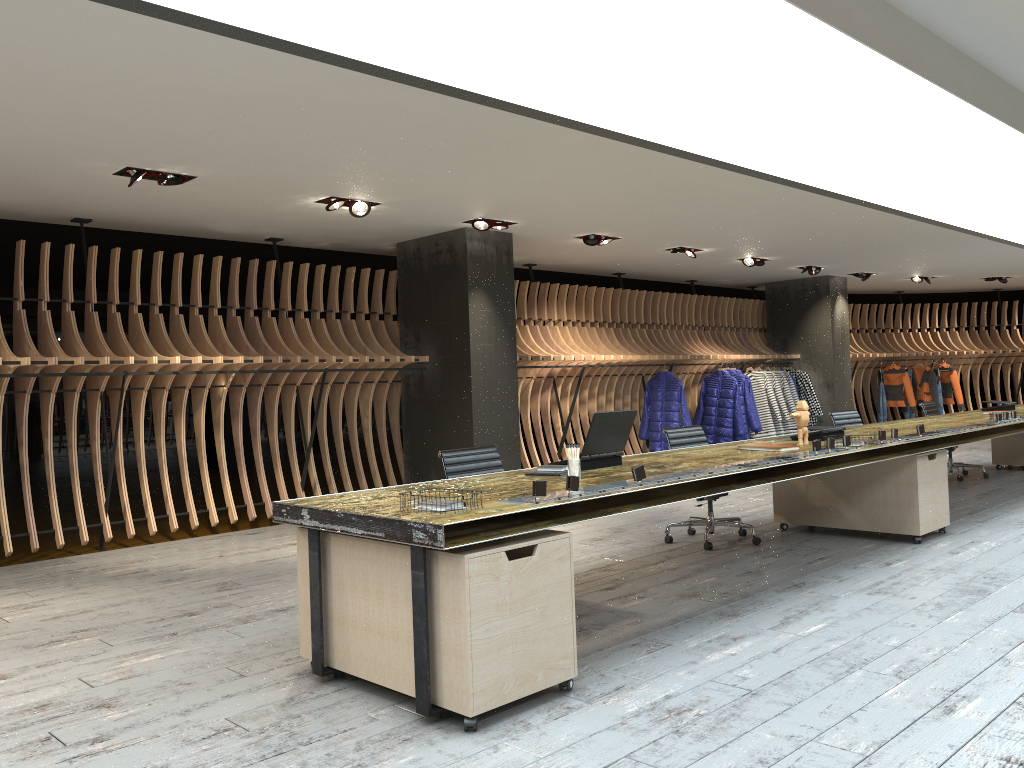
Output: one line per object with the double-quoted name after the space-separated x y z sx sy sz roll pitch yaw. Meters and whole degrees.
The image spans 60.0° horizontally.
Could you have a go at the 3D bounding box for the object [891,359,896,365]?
6.904 -0.312 16.045 0.012 0.270 0.525 -1 -1 -29 "object"

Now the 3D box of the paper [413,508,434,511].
-0.288 0.486 3.476 0.176 0.003 0.130 -2 0 44 "paper"

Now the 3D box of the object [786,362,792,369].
4.476 -0.200 14.234 0.012 0.313 0.517 -1 -1 -44 "object"

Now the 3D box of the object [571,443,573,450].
0.303 0.376 4.347 0.007 0.170 0.030 -1 -1 -31 "object"

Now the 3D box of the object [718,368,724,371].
3.019 -0.164 12.854 0.012 0.292 0.523 -1 -1 -44 "object"

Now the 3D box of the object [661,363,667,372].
2.037 -0.143 11.866 0.012 0.270 0.525 -1 -1 -44 "object"

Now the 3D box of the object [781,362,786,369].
4.344 -0.193 14.100 0.012 0.316 0.516 -1 -1 -44 "object"

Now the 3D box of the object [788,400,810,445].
1.943 0.264 5.976 0.097 0.301 0.320 -3 -1 29 "object"

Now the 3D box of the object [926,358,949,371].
7.748 -0.354 16.330 0.549 0.243 0.023 -2 -1 22 "object"

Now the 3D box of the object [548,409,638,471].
0.449 0.308 4.934 0.373 0.316 0.365 -2 -1 -44 "object"

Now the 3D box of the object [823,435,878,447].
2.200 0.374 5.762 0.302 0.074 0.217 -2 0 40 "object"

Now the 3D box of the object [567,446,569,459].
0.280 0.376 4.321 0.007 0.170 0.030 -3 -1 42 "object"

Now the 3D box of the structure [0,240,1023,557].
1.752 -0.126 2.359 36.561 2.440 14.876 -2 0 -44 "structure"

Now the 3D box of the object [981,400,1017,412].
5.366 0.240 9.778 0.373 0.111 0.261 -2 0 -44 "object"

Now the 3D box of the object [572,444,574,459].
0.296 0.376 4.305 0.007 0.170 0.030 -2 -1 -24 "object"

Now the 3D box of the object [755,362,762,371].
3.776 -0.184 13.537 0.012 0.313 0.517 -1 -1 -44 "object"

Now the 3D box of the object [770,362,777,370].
4.091 -0.195 13.846 0.012 0.313 0.517 -1 -1 -44 "object"

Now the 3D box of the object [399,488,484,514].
-0.275 0.460 3.468 0.302 0.074 0.217 -2 0 40 "object"

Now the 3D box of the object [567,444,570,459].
0.281 0.376 4.317 0.007 0.170 0.030 -3 -1 29 "object"

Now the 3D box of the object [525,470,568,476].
0.208 0.465 4.670 0.213 0.019 0.219 -2 0 31 "object"

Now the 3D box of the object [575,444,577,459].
0.306 0.375 4.305 0.030 0.170 0.007 -3 -1 39 "object"

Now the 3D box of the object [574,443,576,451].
0.312 0.375 4.344 0.007 0.170 0.030 -2 -1 -5 "object"

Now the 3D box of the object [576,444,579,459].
0.315 0.375 4.309 0.030 0.170 0.007 -2 -1 12 "object"

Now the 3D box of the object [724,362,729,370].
3.142 -0.173 12.929 0.012 0.291 0.523 -1 -1 -44 "object"

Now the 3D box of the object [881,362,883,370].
6.628 -0.314 15.905 0.023 0.243 0.549 -3 -1 27 "object"

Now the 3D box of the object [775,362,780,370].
4.191 -0.218 14.029 0.012 0.270 0.525 -1 -1 -44 "object"

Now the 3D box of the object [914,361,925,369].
7.464 -0.330 16.241 0.012 0.270 0.525 -2 -1 -24 "object"

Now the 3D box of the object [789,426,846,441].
2.228 0.360 6.456 0.373 0.088 0.262 -2 0 -44 "object"

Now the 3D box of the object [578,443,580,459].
0.321 0.375 4.317 0.030 0.170 0.007 -2 -1 -14 "object"

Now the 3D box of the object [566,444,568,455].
0.279 0.376 4.327 0.030 0.170 0.007 -1 -1 -34 "object"

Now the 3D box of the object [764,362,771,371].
3.963 -0.191 13.721 0.012 0.313 0.517 -1 -1 -44 "object"

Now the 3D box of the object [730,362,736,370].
3.258 -0.186 13.067 0.012 0.270 0.525 -1 -1 -44 "object"

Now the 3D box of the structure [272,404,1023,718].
3.094 0.701 7.123 10.453 0.844 1.161 -2 0 -44 "structure"

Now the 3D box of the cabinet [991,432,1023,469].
6.385 0.694 10.499 0.593 0.630 1.131 -1 -1 -44 "cabinet"

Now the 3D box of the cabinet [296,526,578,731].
-0.342 0.927 3.726 0.593 0.630 1.131 -1 -1 -44 "cabinet"

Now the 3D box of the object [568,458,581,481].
0.304 0.420 4.324 0.061 0.111 0.061 -2 -1 -11 "object"

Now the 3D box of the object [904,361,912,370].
7.185 -0.333 16.143 0.023 0.243 0.549 -3 -1 42 "object"

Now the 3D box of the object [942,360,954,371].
7.984 -0.351 16.391 0.012 0.270 0.525 -2 0 -14 "object"

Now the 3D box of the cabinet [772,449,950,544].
2.674 0.823 6.847 0.593 0.630 1.131 -1 -1 -44 "cabinet"

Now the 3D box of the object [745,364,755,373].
3.608 -0.178 13.372 0.012 0.313 0.517 -1 -1 -44 "object"

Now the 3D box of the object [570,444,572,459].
0.287 0.376 4.309 0.007 0.170 0.030 -2 -1 3 "object"

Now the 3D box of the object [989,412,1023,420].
4.497 0.293 8.017 0.302 0.071 0.209 -2 0 40 "object"

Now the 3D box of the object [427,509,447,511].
-0.275 0.485 3.469 0.130 0.004 0.176 -2 0 -40 "object"
